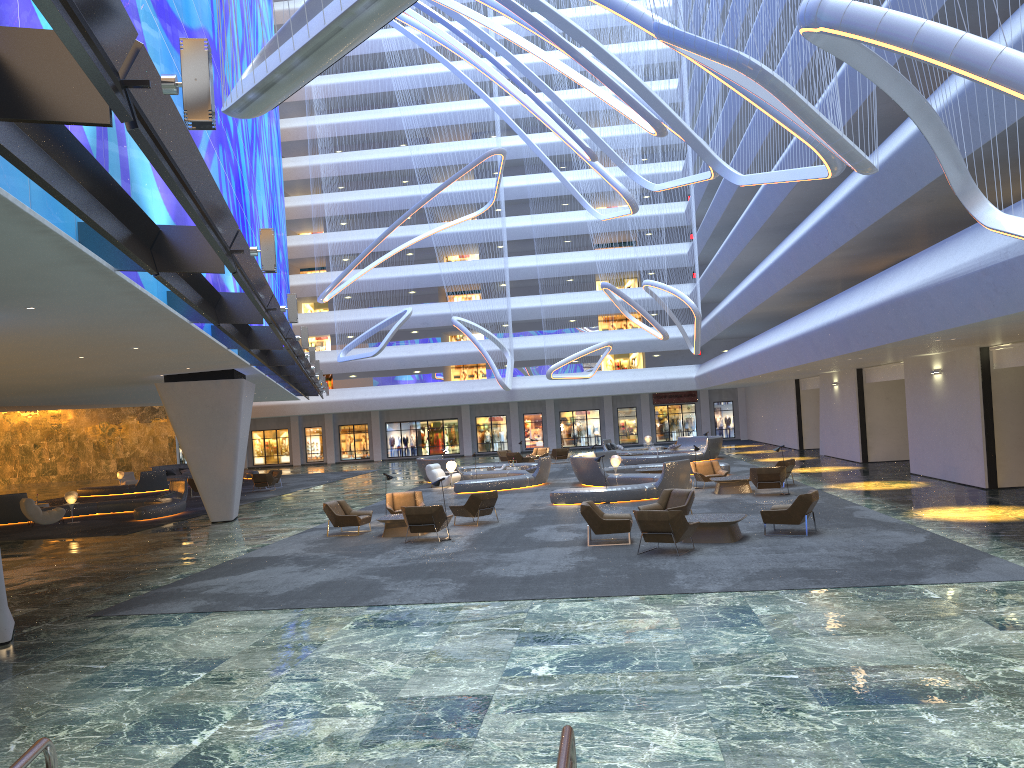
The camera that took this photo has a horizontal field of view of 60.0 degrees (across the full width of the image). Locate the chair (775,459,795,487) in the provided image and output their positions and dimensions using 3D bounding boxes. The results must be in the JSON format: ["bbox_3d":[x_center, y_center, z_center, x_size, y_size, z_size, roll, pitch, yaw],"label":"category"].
[{"bbox_3d":[7.582,2.551,25.423,0.940,0.766,0.929,-5,-2,40],"label":"chair"}]

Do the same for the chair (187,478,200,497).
[{"bbox_3d":[-12.806,4.223,36.371,0.938,0.766,0.930,-3,-1,-23],"label":"chair"}]

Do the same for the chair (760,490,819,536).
[{"bbox_3d":[5.111,2.362,16.265,0.939,0.766,0.929,-4,-2,31],"label":"chair"}]

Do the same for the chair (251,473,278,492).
[{"bbox_3d":[-10.346,4.093,36.970,0.929,0.766,0.939,-4,-1,5],"label":"chair"}]

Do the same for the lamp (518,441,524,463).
[{"bbox_3d":[0.470,3.361,42.514,0.201,1.300,0.384,-3,0,-31],"label":"lamp"}]

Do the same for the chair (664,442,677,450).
[{"bbox_3d":[8.100,3.207,43.821,0.940,0.766,0.929,-5,-2,40],"label":"chair"}]

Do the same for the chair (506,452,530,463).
[{"bbox_3d":[0.270,3.653,42.780,0.938,0.766,0.930,-2,-2,-42],"label":"chair"}]

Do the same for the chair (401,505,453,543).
[{"bbox_3d":[-1.767,2.866,18.347,0.930,0.766,0.939,-4,-1,12],"label":"chair"}]

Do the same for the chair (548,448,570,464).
[{"bbox_3d":[2.381,3.574,44.181,0.929,0.766,0.939,-3,-1,-15],"label":"chair"}]

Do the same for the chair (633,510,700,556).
[{"bbox_3d":[2.593,2.471,14.994,0.930,0.766,0.938,-4,-2,33],"label":"chair"}]

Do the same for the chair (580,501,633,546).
[{"bbox_3d":[1.774,2.578,16.503,0.939,0.766,0.929,-4,-1,8],"label":"chair"}]

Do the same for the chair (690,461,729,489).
[{"bbox_3d":[5.830,2.693,26.306,0.929,0.766,0.939,-3,-1,-10],"label":"chair"}]

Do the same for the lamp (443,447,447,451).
[{"bbox_3d":[-2.963,3.453,39.291,0.201,1.300,0.384,-3,0,-40],"label":"lamp"}]

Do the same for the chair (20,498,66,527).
[{"bbox_3d":[-14.610,3.950,27.609,1.156,0.882,0.730,-2,-1,-39],"label":"chair"}]

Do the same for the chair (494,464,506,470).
[{"bbox_3d":[-0.973,3.642,36.896,1.783,0.501,0.586,-2,-2,-30],"label":"chair"}]

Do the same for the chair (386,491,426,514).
[{"bbox_3d":[-2.597,3.039,21.594,0.929,0.766,0.939,-3,-1,-10],"label":"chair"}]

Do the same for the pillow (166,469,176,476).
[{"bbox_3d":[-18.578,4.794,48.047,0.315,0.386,0.784,-4,-2,23],"label":"pillow"}]

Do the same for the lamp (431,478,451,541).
[{"bbox_3d":[-1.453,2.573,18.255,0.384,1.300,0.202,-4,0,24],"label":"lamp"}]

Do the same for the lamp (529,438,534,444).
[{"bbox_3d":[1.035,3.455,45.972,0.384,1.300,0.202,-3,0,-32],"label":"lamp"}]

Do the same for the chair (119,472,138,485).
[{"bbox_3d":[-19.190,4.862,44.430,0.728,0.882,1.158,-3,-2,-39],"label":"chair"}]

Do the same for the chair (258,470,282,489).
[{"bbox_3d":[-10.628,4.183,38.914,0.930,0.766,0.938,-5,-2,45],"label":"chair"}]

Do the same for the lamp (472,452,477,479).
[{"bbox_3d":[-1.298,3.064,31.636,0.202,1.300,0.384,-3,0,-18],"label":"lamp"}]

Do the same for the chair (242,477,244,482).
[{"bbox_3d":[-12.325,4.297,39.154,0.929,0.766,0.940,-3,-1,-20],"label":"chair"}]

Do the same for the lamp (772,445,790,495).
[{"bbox_3d":[6.975,2.227,22.967,0.384,1.300,0.202,-4,0,24],"label":"lamp"}]

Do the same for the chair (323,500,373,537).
[{"bbox_3d":[-3.767,3.064,20.337,0.939,0.766,0.929,-4,-1,15],"label":"chair"}]

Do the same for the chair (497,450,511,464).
[{"bbox_3d":[-0.221,3.787,45.561,0.928,0.766,0.940,-2,-2,-40],"label":"chair"}]

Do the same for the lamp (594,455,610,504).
[{"bbox_3d":[2.390,2.534,23.558,0.384,1.300,0.202,-4,0,24],"label":"lamp"}]

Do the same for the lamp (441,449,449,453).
[{"bbox_3d":[-2.790,3.352,36.884,0.384,1.300,0.202,-4,0,-1],"label":"lamp"}]

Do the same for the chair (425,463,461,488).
[{"bbox_3d":[-2.547,3.404,33.003,1.158,0.882,0.728,-4,-1,26],"label":"chair"}]

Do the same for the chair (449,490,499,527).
[{"bbox_3d":[-0.846,2.897,20.710,0.940,0.766,0.929,-5,-2,40],"label":"chair"}]

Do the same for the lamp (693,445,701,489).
[{"bbox_3d":[5.448,2.440,26.120,0.202,1.300,0.384,-4,0,23],"label":"lamp"}]

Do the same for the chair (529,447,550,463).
[{"bbox_3d":[1.458,3.696,45.914,0.930,0.766,0.938,-4,-1,25],"label":"chair"}]

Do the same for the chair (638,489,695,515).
[{"bbox_3d":[3.165,2.543,17.888,0.938,0.766,0.930,-3,-2,-32],"label":"chair"}]

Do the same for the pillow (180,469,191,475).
[{"bbox_3d":[-17.874,4.822,48.711,0.692,0.262,0.878,-3,-2,-3],"label":"pillow"}]

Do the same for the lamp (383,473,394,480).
[{"bbox_3d":[-2.979,2.786,21.407,0.202,1.300,0.384,-4,0,23],"label":"lamp"}]

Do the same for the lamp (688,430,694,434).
[{"bbox_3d":[8.648,2.854,42.498,0.384,1.300,0.202,-4,0,6],"label":"lamp"}]

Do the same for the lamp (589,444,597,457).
[{"bbox_3d":[2.971,2.805,31.787,0.384,1.300,0.202,-4,0,24],"label":"lamp"}]

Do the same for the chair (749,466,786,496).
[{"bbox_3d":[6.660,2.520,23.060,0.930,0.766,0.939,-4,-1,12],"label":"chair"}]

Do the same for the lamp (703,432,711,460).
[{"bbox_3d":[8.481,2.712,38.443,0.201,1.300,0.384,-3,0,-34],"label":"lamp"}]
